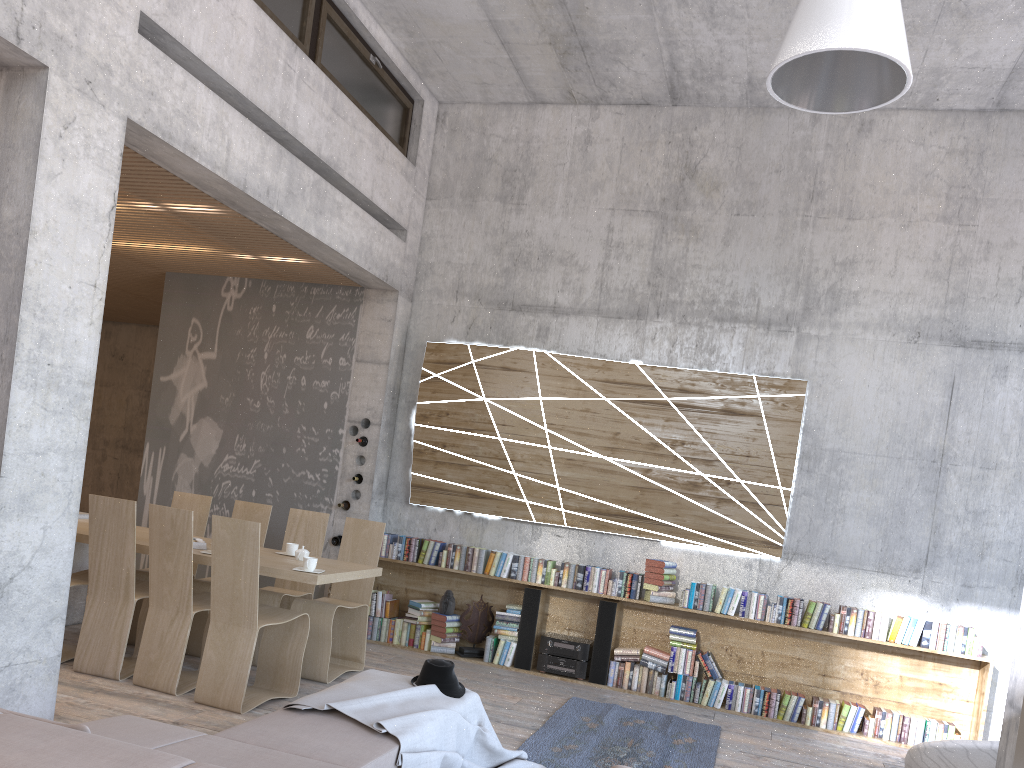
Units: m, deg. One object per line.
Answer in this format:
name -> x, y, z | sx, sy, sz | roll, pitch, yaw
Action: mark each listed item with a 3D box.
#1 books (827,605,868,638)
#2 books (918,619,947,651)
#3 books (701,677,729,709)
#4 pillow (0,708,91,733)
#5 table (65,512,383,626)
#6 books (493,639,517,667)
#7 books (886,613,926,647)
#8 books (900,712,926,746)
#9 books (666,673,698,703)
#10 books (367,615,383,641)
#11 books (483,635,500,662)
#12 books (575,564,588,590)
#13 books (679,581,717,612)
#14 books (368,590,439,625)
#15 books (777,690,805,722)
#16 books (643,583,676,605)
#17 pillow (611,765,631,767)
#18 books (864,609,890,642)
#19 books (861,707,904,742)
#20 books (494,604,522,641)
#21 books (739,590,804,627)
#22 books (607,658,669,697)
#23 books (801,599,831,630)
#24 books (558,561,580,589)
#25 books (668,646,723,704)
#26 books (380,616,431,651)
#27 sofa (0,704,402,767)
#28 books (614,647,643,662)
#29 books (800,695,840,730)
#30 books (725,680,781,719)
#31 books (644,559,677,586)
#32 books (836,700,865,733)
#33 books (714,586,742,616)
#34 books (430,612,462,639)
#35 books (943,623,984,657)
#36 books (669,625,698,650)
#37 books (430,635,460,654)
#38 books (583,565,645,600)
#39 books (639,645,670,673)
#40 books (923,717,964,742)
books -> 2.726, 1.920, 7.128 | 0.277, 0.220, 0.211 | 7, -2, 14
books -> 3.323, 1.986, 6.933 | 0.155, 0.221, 0.155 | 8, -1, 16
books -> 1.710, 2.596, 7.382 | 0.198, 0.228, 0.191 | 7, -2, 16
pillow -> -1.322, 1.099, 2.501 | 0.368, 0.359, 0.188 | 7, 0, 15
table -> -3.630, 1.460, 6.773 | 5.161, 0.923, 1.021 | 6, -3, 16
books -> -0.043, 2.413, 7.899 | 0.198, 0.228, 0.191 | 7, -2, 16
books -> 3.134, 1.959, 6.988 | 0.248, 0.228, 0.191 | 7, -2, 16
books -> 3.189, 2.758, 7.000 | 0.155, 0.220, 0.191 | 8, -2, 16
books -> 1.447, 2.570, 7.467 | 0.225, 0.220, 0.216 | 7, -2, 16
books -> -1.335, 2.280, 8.257 | 0.272, 0.220, 0.206 | 7, -2, 16
books -> -0.187, 2.400, 7.956 | 0.074, 0.220, 0.206 | 8, -2, 17
books -> 0.614, 1.706, 7.740 | 0.055, 0.220, 0.191 | 8, -2, 17
books -> 1.577, 1.794, 7.436 | 0.277, 0.220, 0.211 | 7, -2, 14
books -> -1.032, 2.093, 8.198 | 0.712, 0.262, 0.303 | 6, -4, 21
books -> 2.303, 2.666, 7.252 | 0.198, 0.228, 0.191 | 7, -2, 16
books -> 1.256, 1.792, 7.502 | 0.287, 0.150, 0.220 | 10, -5, -26
pillow -> 0.463, 1.190, 2.014 | 0.560, 0.557, 0.222 | 7, 0, 18
books -> 2.926, 1.937, 7.046 | 0.155, 0.220, 0.191 | 8, -2, 16
books -> 2.989, 2.741, 7.082 | 0.277, 0.220, 0.211 | 7, -2, 14
books -> -0.017, 2.151, 7.922 | 0.250, 0.323, 0.220 | 7, -1, 18
books -> 2.151, 1.860, 7.287 | 0.487, 0.220, 0.216 | 6, -3, 16
books -> 1.096, 2.530, 7.599 | 0.492, 0.238, 0.244 | 6, -3, 16
books -> 2.494, 1.896, 7.204 | 0.198, 0.228, 0.191 | 7, -2, 16
books -> 0.516, 1.697, 7.775 | 0.154, 0.220, 0.206 | 8, -2, 16
books -> 1.556, 2.477, 7.449 | 0.449, 0.449, 0.215 | 7, 0, 16
books -> -0.960, 2.313, 8.181 | 0.492, 0.238, 0.244 | 6, -3, 16
sofa -> -0.187, 1.570, 3.297 | 2.982, 0.784, 3.044 | 6, -6, 16
books -> 1.012, 2.346, 7.606 | 0.233, 0.140, 0.193 | 6, -4, 17
books -> 2.520, 2.689, 7.181 | 0.277, 0.220, 0.211 | 7, -2, 14
books -> 2.011, 2.636, 7.326 | 0.415, 0.220, 0.206 | 6, -2, 16
books -> 1.269, 1.612, 7.493 | 0.188, 0.210, 0.249 | 6, -3, 38
books -> 2.756, 2.717, 7.158 | 0.198, 0.228, 0.191 | 7, -2, 16
books -> 1.817, 1.818, 7.358 | 0.198, 0.228, 0.191 | 7, -2, 16
books -> -0.597, 2.205, 8.014 | 0.188, 0.210, 0.249 | 6, -3, 38
books -> 3.530, 2.009, 6.877 | 0.275, 0.220, 0.172 | 7, -2, 17
books -> 1.467, 2.168, 7.491 | 0.238, 0.161, 0.191 | 7, -3, 16
books -> -0.629, 2.380, 8.029 | 0.264, 0.150, 0.247 | 10, -5, -28
books -> 0.885, 1.730, 7.643 | 0.487, 0.220, 0.216 | 6, -3, 16
books -> 1.224, 2.351, 7.484 | 0.242, 0.192, 0.155 | 7, -2, 16
books -> 3.392, 2.777, 6.910 | 0.275, 0.220, 0.172 | 7, -2, 17
